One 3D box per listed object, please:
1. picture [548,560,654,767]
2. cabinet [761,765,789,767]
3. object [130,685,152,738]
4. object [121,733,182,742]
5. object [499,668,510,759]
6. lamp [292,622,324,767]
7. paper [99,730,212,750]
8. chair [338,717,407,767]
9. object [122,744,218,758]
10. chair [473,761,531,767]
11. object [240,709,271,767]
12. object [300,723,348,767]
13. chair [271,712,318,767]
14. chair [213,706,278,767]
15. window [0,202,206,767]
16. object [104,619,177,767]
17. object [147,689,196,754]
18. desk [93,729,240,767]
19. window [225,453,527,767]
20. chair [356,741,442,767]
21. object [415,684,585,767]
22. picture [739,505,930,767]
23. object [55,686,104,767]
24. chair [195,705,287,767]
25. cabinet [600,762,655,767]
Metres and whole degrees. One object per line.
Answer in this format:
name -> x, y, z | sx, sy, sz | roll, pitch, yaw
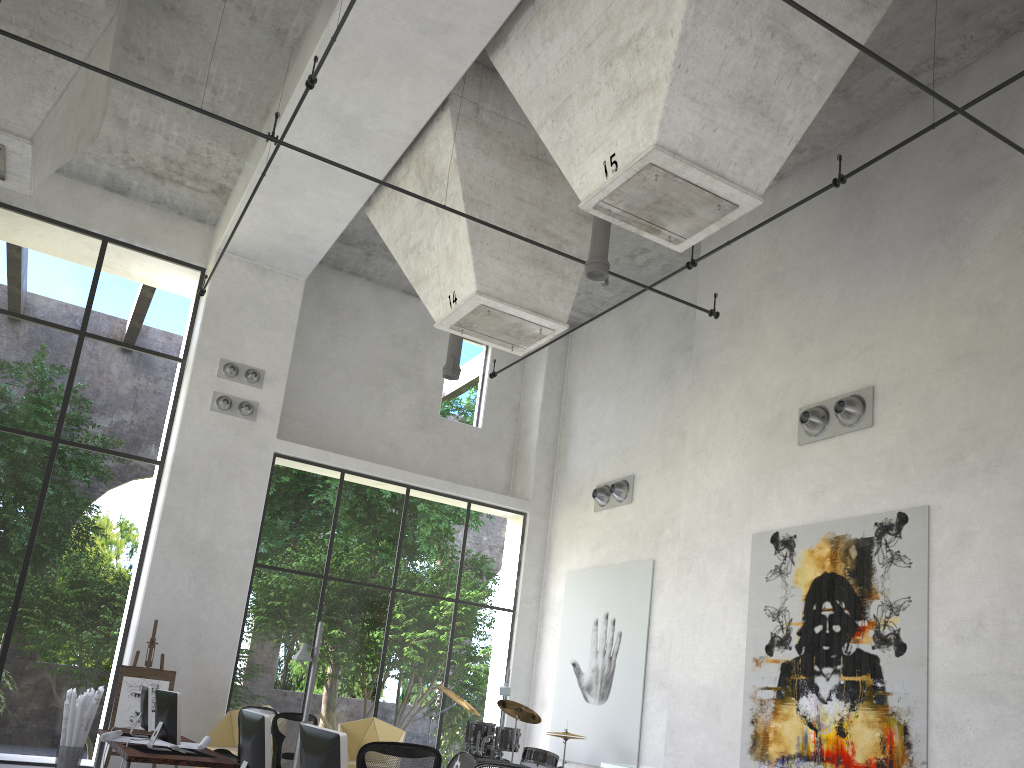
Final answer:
picture -> 1.323, 4.285, 13.483 | 0.021, 2.920, 2.388 | 14, -18, -25
cabinet -> 2.639, 4.051, 7.710 | 0.602, 1.214, 0.759 | 14, -17, -26
object -> -4.027, 3.678, 9.851 | 0.382, 0.534, 0.732 | 14, -19, -24
object -> -4.056, 3.943, 9.786 | 0.696, 0.008, 0.869 | 16, -22, -24
object -> -0.173, 5.623, 14.018 | 0.578, 2.083, 0.617 | 5, -14, 8
lamp -> -2.141, 3.521, 9.046 | 0.604, 2.083, 0.590 | 14, -16, -26
paper -> -3.710, 3.728, 9.230 | 1.083, 0.102, 1.005 | 13, -21, -16
chair -> -2.016, 5.279, 12.317 | 0.982, 1.131, 0.965 | 9, -17, -7
object -> -3.300, 3.531, 8.448 | 0.701, 0.008, 0.863 | 21, -25, -33
chair -> -0.209, 2.528, 4.452 | 0.772, 1.146, 0.819 | -3, -18, 30
object -> -1.506, 2.302, 5.384 | 0.382, 0.534, 0.732 | 14, -19, -24
object -> -0.841, 1.939, 4.204 | 0.382, 0.534, 0.732 | 14, -19, -24
chair -> -2.605, 4.192, 9.650 | 0.793, 1.146, 0.797 | -1, -18, 26
chair -> -3.121, 4.301, 10.104 | 0.769, 1.146, 0.822 | 4, -16, 11
window -> -7.969, 1.003, 11.952 | 6.047, 7.596, 0.068 | 15, -16, -27
object -> -4.872, 4.165, 11.586 | 0.703, 2.074, 0.698 | 14, -16, -25
object -> -3.271, 3.265, 8.512 | 0.384, 0.534, 0.726 | 18, -21, -34
desk -> -3.642, 4.042, 8.941 | 0.987, 0.700, 3.203 | 16, -22, -25
window -> -1.994, 3.963, 14.034 | 4.627, 4.735, 0.020 | 16, -16, -27
chair -> -0.903, 2.929, 5.743 | 0.801, 1.146, 0.789 | -9, -22, 44
object -> -0.092, 5.263, 12.476 | 1.928, 1.686, 3.007 | 22, -24, -40
picture -> 3.278, 2.892, 9.149 | 0.021, 2.920, 2.406 | 14, -18, -25
object -> -5.756, 4.565, 11.609 | 0.443, 1.170, 0.423 | -5, -19, 39
chair -> -3.702, 4.977, 12.046 | 0.978, 1.131, 0.968 | 0, -18, 21
cabinet -> 1.481, 4.892, 9.995 | 0.754, 0.980, 0.751 | 15, -18, -26
